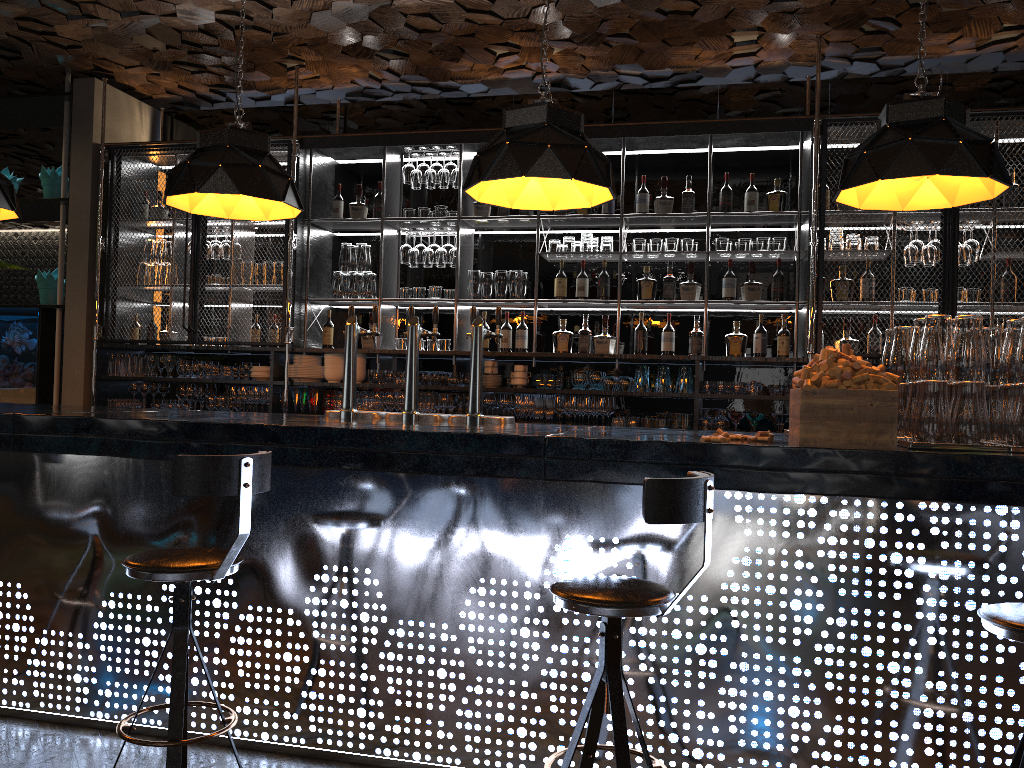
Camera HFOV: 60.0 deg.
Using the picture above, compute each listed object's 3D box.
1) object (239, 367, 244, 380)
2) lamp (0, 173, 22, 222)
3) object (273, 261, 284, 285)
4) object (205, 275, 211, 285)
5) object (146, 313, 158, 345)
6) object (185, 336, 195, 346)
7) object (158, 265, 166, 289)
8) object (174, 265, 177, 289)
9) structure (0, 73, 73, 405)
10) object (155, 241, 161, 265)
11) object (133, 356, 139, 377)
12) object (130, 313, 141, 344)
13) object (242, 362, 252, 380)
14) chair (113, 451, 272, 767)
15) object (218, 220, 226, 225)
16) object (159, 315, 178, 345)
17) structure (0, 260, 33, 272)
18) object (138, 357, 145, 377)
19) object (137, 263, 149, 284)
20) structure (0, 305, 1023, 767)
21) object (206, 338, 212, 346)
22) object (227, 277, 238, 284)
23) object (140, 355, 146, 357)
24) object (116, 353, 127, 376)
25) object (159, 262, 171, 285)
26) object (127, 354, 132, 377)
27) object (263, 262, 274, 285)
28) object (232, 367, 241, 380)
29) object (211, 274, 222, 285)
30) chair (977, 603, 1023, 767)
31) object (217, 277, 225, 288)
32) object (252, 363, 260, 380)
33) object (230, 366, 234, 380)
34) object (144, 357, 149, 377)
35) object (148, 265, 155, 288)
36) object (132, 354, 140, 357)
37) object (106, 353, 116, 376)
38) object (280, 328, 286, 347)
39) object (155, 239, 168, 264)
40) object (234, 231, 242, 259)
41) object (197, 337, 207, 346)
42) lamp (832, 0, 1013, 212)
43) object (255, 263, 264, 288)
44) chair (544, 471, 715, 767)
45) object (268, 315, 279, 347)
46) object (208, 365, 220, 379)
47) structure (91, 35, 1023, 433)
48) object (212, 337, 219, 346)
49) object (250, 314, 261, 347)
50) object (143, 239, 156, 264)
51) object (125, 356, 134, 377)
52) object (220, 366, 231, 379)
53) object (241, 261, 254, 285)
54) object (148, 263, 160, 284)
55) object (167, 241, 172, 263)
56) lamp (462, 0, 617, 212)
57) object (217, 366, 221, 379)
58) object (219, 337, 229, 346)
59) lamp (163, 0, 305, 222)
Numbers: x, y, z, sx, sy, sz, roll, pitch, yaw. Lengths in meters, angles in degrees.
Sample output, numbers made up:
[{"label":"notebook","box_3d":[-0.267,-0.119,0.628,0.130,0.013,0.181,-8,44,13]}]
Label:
[{"label":"object","box_3d":[-2.049,-0.077,6.722,0.078,0.099,0.078,2,-1,-20]},{"label":"lamp","box_3d":[-2.582,-1.570,4.107,0.582,1.606,0.607,2,-1,13]},{"label":"object","box_3d":[-1.724,-0.814,6.570,0.092,0.182,0.092,2,-1,8]},{"label":"object","box_3d":[-2.325,-0.780,6.728,0.077,0.080,0.077,2,-1,-8]},{"label":"object","box_3d":[-2.775,-0.419,6.841,0.075,0.260,0.075,2,-1,-43]},{"label":"object","box_3d":[-2.440,-0.319,6.727,0.077,0.080,0.077,2,-1,-37]},{"label":"object","box_3d":[-2.746,-0.842,6.955,0.092,0.182,0.092,2,-1,8]},{"label":"object","box_3d":[-2.655,-0.839,6.924,0.092,0.182,0.092,2,-1,8]},{"label":"structure","box_3d":[-5.347,-0.655,7.472,4.269,3.734,0.705,2,-1,13]},{"label":"object","box_3d":[-2.790,-1.025,6.970,0.092,0.182,0.092,2,-1,8]},{"label":"object","box_3d":[-2.853,-0.131,6.713,0.058,0.152,0.051,2,-1,17]},{"label":"object","box_3d":[-2.932,-0.422,6.906,0.075,0.261,0.075,2,-1,-28]},{"label":"object","box_3d":[-1.950,-0.093,6.519,0.074,0.131,0.074,1,-1,26]},{"label":"chair","box_3d":[-0.918,0.741,2.513,0.476,1.108,0.419,1,-1,28]},{"label":"object","box_3d":[-2.231,-1.273,6.840,0.077,0.080,0.077,2,-1,-21]},{"label":"object","box_3d":[-2.640,-0.406,6.819,0.108,0.244,0.108,1,-1,27]},{"label":"structure","box_3d":[-5.722,-0.595,6.313,1.873,3.561,4.073,2,-1,15]},{"label":"object","box_3d":[-2.835,-0.130,6.771,0.058,0.152,0.051,2,-1,-25]},{"label":"object","box_3d":[-2.862,-0.846,6.884,0.092,0.182,0.092,2,-1,8]},{"label":"structure","box_3d":[-0.738,0.470,3.628,6.009,1.685,1.214,2,-1,13]},{"label":"object","box_3d":[-2.341,-0.314,6.856,0.077,0.080,0.077,2,-1,-37]},{"label":"object","box_3d":[-2.140,-0.774,6.792,0.077,0.080,0.077,2,-1,9]},{"label":"object","box_3d":[-2.898,-0.141,6.943,0.067,0.174,0.067,2,-1,-37]},{"label":"object","box_3d":[-2.947,-0.146,6.693,0.067,0.174,0.067,2,-1,-38]},{"label":"object","box_3d":[-2.666,-0.841,6.827,0.092,0.182,0.092,2,-1,8]},{"label":"object","box_3d":[-2.936,-0.145,6.770,0.067,0.174,0.067,1,-1,39]},{"label":"object","box_3d":[-1.812,-0.816,6.612,0.092,0.182,0.092,2,-1,8]},{"label":"object","box_3d":[-2.072,-0.079,6.641,0.078,0.099,0.078,2,-1,-20]},{"label":"object","box_3d":[-2.216,-0.778,6.648,0.077,0.080,0.077,2,-1,9]},{"label":"chair","box_3d":[1.313,0.806,2.102,0.476,1.108,0.419,2,-1,23]},{"label":"object","box_3d":[-2.244,-0.777,6.809,0.077,0.080,0.077,2,-1,-22]},{"label":"object","box_3d":[-1.938,-0.091,6.698,0.074,0.131,0.074,1,-1,26]},{"label":"object","box_3d":[-2.094,-0.081,6.551,0.078,0.099,0.078,2,-1,-20]},{"label":"object","box_3d":[-2.819,-0.129,6.828,0.051,0.152,0.058,1,-1,40]},{"label":"object","box_3d":[-2.848,-0.845,6.986,0.092,0.182,0.092,2,-1,8]},{"label":"object","box_3d":[-2.918,-0.143,6.858,0.067,0.174,0.067,2,-1,-26]},{"label":"object","box_3d":[-3.027,-0.148,6.701,0.067,0.174,0.067,2,-1,21]},{"label":"object","box_3d":[-1.690,-0.387,6.613,0.075,0.260,0.075,2,-1,-28]},{"label":"object","box_3d":[-2.707,-1.024,6.858,0.092,0.182,0.092,2,-1,8]},{"label":"object","box_3d":[-2.105,-1.066,6.783,0.081,0.213,0.081,2,-1,19]},{"label":"object","box_3d":[-2.342,-0.316,6.692,0.077,0.080,0.077,2,-1,-1]},{"label":"lamp","box_3d":[1.518,-1.476,3.267,0.582,1.564,0.607,2,-1,13]},{"label":"object","box_3d":[-1.902,-0.818,6.712,0.092,0.182,0.092,2,-1,8]},{"label":"chair","box_3d":[0.277,0.776,2.279,0.476,1.108,0.419,1,-1,28]},{"label":"object","box_3d":[-1.786,-0.390,6.657,0.075,0.260,0.075,2,-1,-28]},{"label":"object","box_3d":[-2.178,-0.086,6.485,0.078,0.103,0.078,2,-1,-34]},{"label":"structure","box_3d":[0.152,-0.409,5.980,6.750,3.553,1.143,2,-1,13]},{"label":"object","box_3d":[-2.247,-0.312,6.757,0.077,0.080,0.077,2,-1,-21]},{"label":"object","box_3d":[-1.925,-0.393,6.667,0.075,0.261,0.075,2,-1,-28]},{"label":"object","box_3d":[-2.808,-1.027,6.874,0.092,0.182,0.092,2,-1,8]},{"label":"object","box_3d":[-2.871,-0.133,6.656,0.051,0.152,0.058,2,-1,18]},{"label":"object","box_3d":[-2.083,-0.082,6.455,0.078,0.099,0.078,2,-1,-20]},{"label":"object","box_3d":[-1.979,-0.822,6.627,0.092,0.182,0.092,2,-1,8]},{"label":"object","box_3d":[-2.761,-0.843,6.861,0.092,0.182,0.092,2,-1,8]},{"label":"object","box_3d":[-2.693,-1.023,6.936,0.092,0.182,0.092,2,-1,8]},{"label":"lamp","box_3d":[0.133,-1.518,3.472,0.582,1.564,0.607,2,-1,13]},{"label":"object","box_3d":[-2.181,-0.085,6.572,0.078,0.103,0.078,2,-1,-34]},{"label":"object","box_3d":[-2.170,-0.311,6.682,0.077,0.080,0.077,2,-1,2]},{"label":"lamp","box_3d":[-1.197,-1.555,3.908,0.582,1.564,0.607,2,-1,13]}]
